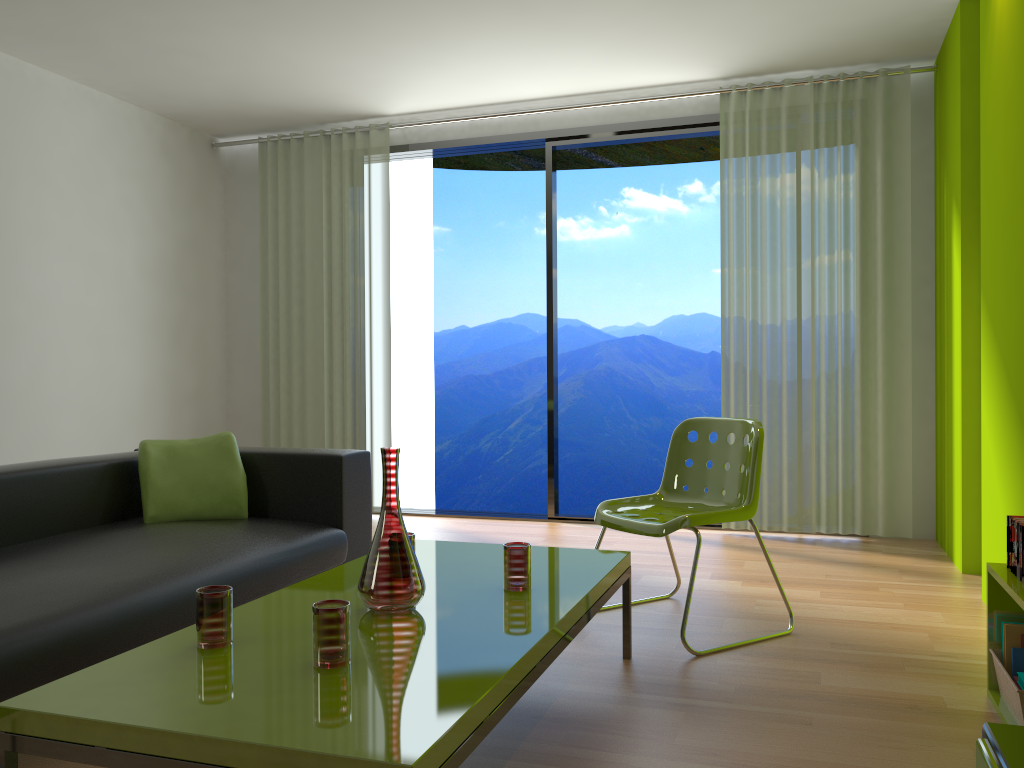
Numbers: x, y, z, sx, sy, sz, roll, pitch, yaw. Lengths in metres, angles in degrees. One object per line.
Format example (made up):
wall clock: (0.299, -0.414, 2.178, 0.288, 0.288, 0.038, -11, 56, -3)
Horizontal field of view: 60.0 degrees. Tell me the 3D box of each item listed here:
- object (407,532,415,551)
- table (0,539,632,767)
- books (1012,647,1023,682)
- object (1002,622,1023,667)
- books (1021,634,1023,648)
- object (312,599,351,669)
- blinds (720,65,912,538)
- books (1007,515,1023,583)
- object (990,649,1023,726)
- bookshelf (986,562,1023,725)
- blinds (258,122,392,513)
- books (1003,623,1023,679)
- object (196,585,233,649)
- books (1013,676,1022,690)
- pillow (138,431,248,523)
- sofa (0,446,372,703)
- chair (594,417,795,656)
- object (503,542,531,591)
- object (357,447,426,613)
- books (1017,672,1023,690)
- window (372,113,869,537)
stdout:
object: (-0.318, 0.496, 2.572, 0.075, 0.122, 0.076, -1, 0, -37)
table: (-0.261, 0.730, 2.231, 0.810, 0.349, 1.682, 0, 0, 19)
books: (1.396, 0.789, 2.389, 0.086, 0.148, 0.025, 0, 0, 19)
object: (1.439, 0.762, 2.438, 0.158, 0.200, 0.040, 0, 0, 19)
books: (1.434, 0.772, 2.390, 0.105, 0.182, 0.031, 0, 0, 19)
object: (-0.362, 0.502, 1.779, 0.076, 0.122, 0.075, -1, 0, -16)
blinds: (1.697, -0.443, 5.001, 1.012, 2.568, 0.067, 0, 0, 19)
books: (1.385, 0.441, 2.264, 0.147, 0.150, 0.370, 0, 0, 19)
object: (1.386, 0.807, 2.290, 0.213, 0.129, 0.367, 0, 0, 19)
bookshelf: (1.245, 0.706, 1.718, 0.306, 0.378, 1.630, 0, 0, 19)
blinds: (-1.261, -0.429, 5.994, 1.012, 2.568, 0.067, 0, 0, 19)
books: (1.431, 0.762, 2.414, 0.158, 0.202, 0.051, 0, 0, 19)
object: (-0.641, 0.503, 1.913, 0.075, 0.122, 0.076, -1, 0, -37)
books: (1.383, 0.790, 2.269, 0.143, 0.013, 0.182, 0, 0, 19)
pillow: (-1.259, 0.375, 3.498, 0.399, 0.362, 0.269, -1, 0, -23)
sofa: (-1.445, 0.593, 2.645, 1.061, 0.639, 2.583, 0, 0, 19)
chair: (0.623, 0.511, 3.285, 0.546, 0.759, 0.640, -1, 0, -33)
object: (0.014, 0.495, 2.401, 0.075, 0.122, 0.076, -1, 0, -37)
object: (-0.299, 0.358, 2.194, 0.168, 0.400, 0.168, 0, 0, 4)
books: (1.368, 0.771, 2.226, 0.143, 0.025, 0.182, 0, 0, 19)
window: (0.469, -0.356, 5.650, 3.336, 2.498, 0.219, 0, 0, 19)
